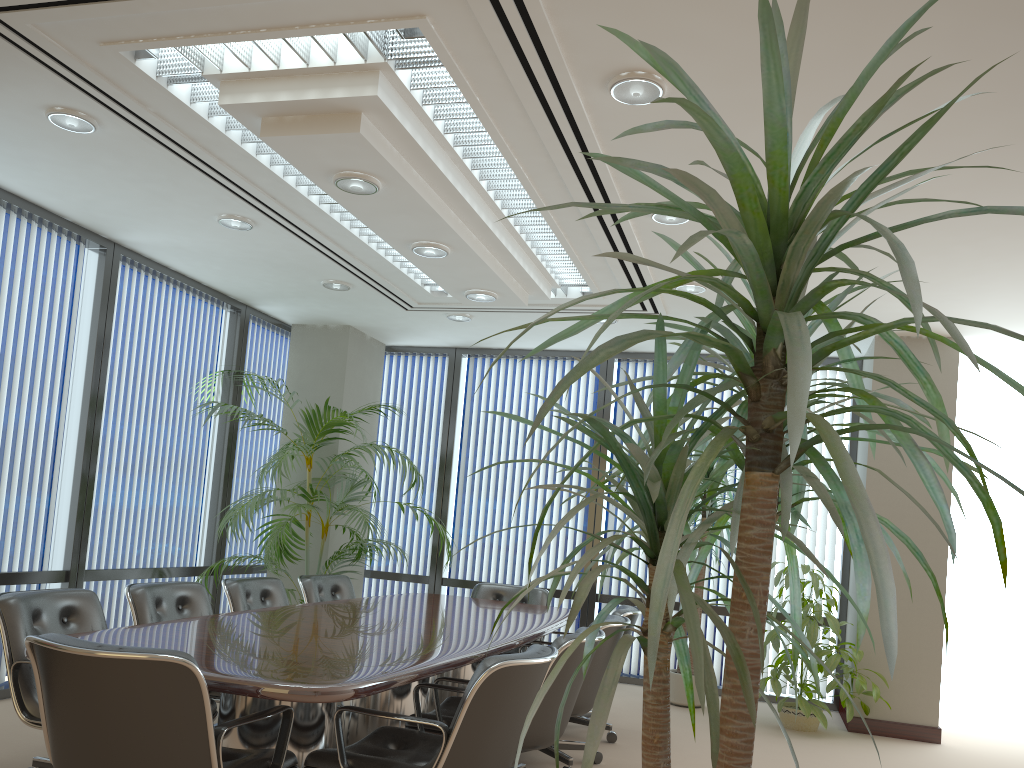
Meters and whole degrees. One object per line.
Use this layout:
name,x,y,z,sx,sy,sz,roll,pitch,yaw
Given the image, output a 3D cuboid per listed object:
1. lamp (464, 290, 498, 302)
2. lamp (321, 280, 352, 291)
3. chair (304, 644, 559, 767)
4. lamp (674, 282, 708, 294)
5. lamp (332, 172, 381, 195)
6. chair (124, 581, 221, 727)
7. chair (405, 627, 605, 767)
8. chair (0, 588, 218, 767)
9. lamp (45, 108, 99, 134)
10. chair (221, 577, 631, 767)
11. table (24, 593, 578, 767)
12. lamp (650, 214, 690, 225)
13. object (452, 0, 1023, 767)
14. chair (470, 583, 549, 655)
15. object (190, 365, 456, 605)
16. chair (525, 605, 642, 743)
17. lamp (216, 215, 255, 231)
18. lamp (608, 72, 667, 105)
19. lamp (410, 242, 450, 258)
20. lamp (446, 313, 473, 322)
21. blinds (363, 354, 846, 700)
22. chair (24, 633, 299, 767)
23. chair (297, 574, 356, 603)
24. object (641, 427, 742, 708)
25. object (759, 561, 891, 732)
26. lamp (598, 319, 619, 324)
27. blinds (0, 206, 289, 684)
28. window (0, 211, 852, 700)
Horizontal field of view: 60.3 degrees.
lamp,-0.208,-0.585,5.916,0.225,0.035,0.227,-3,-12,40
lamp,-1.331,-0.742,6.689,0.225,0.035,0.227,-3,-12,40
chair,-0.294,1.417,3.395,0.855,0.852,0.762,3,-6,20
lamp,1.207,-0.646,5.955,0.225,0.035,0.227,-3,-12,40
lamp,-0.722,-0.926,4.104,0.225,0.035,0.228,-1,-11,33
chair,-1.616,1.517,4.691,0.851,0.852,0.767,3,-6,16
chair,-0.011,1.578,4.227,0.851,0.852,0.767,3,-6,16
chair,-1.809,1.365,3.865,0.851,0.852,0.767,4,-6,11
lamp,-2.058,-1.225,4.124,0.225,0.035,0.228,-1,-11,33
chair,-0.583,1.701,5.273,2.523,0.852,0.767,2,-6,16
table,-0.684,1.683,4.887,1.504,0.743,4.121,3,-9,16
lamp,0.843,-0.887,4.673,0.225,0.035,0.227,-3,-12,40
object,0.308,0.430,1.226,0.807,1.819,0.822,6,-4,-8
chair,-0.106,1.992,6.797,0.757,0.852,0.862,3,-7,16
object,-1.692,1.119,7.291,2.086,2.459,2.189,1,-7,37
chair,0.405,1.879,5.843,0.851,0.852,0.743,4,-6,11
lamp,-1.694,-0.983,5.406,0.225,0.035,0.227,-3,-12,40
lamp,0.480,-1.129,3.391,0.225,0.035,0.228,4,-9,6
lamp,-0.465,-0.755,5.010,0.225,0.035,0.227,-3,-12,40
lamp,-0.441,-0.553,7.373,0.225,0.035,0.228,0,-10,26
blinds,0.474,1.199,8.388,4.920,2.888,0.051,3,-4,16
chair,-1.186,1.274,2.988,0.757,0.852,0.862,3,-7,16
chair,-1.114,1.826,6.307,0.851,0.852,0.767,2,-6,21
object,1.539,1.478,7.225,1.019,2.296,1.038,6,-4,-8
object,2.277,2.023,6.655,0.981,1.303,0.862,6,-5,-13
lamp,0.737,-0.509,7.032,0.225,0.035,0.228,4,-9,6
blinds,-2.801,0.625,6.597,0.031,2.881,4.955,4,-8,16
window,-1.154,0.927,7.532,7.418,2.889,3.546,9,-8,-28
